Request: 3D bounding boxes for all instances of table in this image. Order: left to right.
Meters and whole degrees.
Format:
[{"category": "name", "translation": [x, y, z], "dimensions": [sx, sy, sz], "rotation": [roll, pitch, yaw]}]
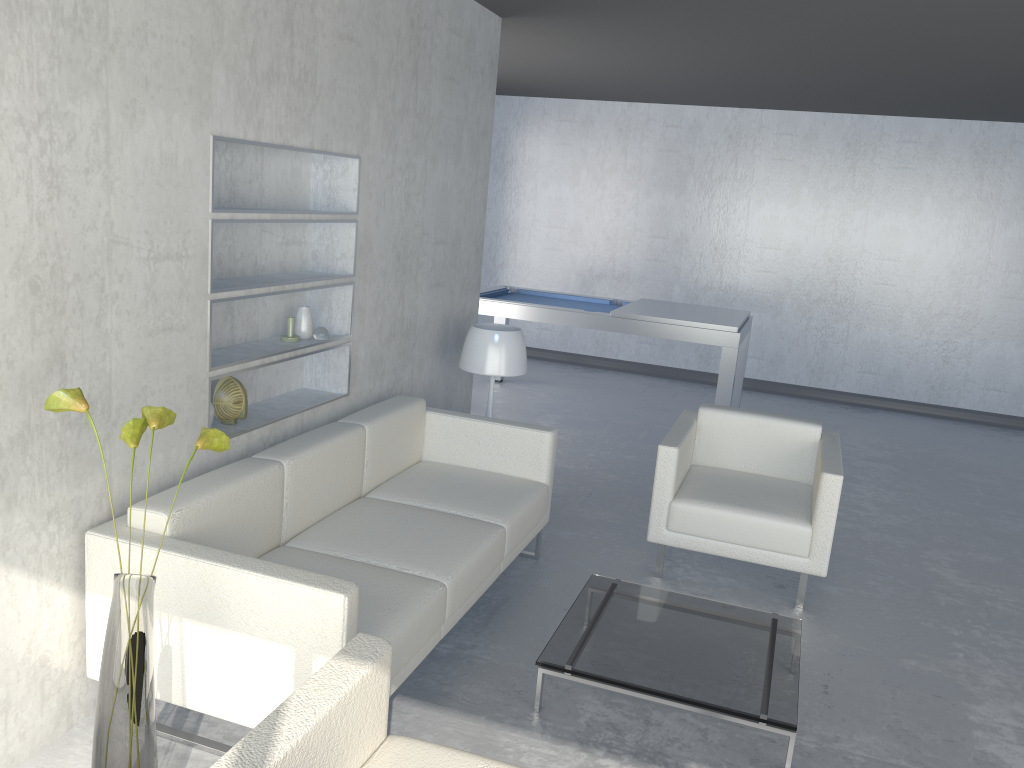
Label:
[{"category": "table", "translation": [0.670, -0.214, 6.762], "dimensions": [2.095, 0.835, 1.180], "rotation": [9, 13, 17]}, {"category": "table", "translation": [0.546, 0.936, 2.954], "dimensions": [0.773, 0.190, 0.730], "rotation": [9, 13, 17]}]

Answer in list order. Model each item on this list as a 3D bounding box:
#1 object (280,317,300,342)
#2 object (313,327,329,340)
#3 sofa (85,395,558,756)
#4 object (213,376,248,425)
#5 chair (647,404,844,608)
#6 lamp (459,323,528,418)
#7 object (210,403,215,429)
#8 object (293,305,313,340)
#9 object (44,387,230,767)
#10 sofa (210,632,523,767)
[{"category": "object", "translation": [-0.869, -0.215, 3.477], "dimensions": [0.074, 0.094, 0.074], "rotation": [1, 13, -18]}, {"category": "object", "translation": [-0.770, -0.207, 3.584], "dimensions": [0.064, 0.050, 0.064], "rotation": [10, 13, 23]}, {"category": "sofa", "translation": [-0.490, 0.552, 3.199], "dimensions": [0.821, 0.658, 1.881], "rotation": [9, 13, 17]}, {"category": "object", "translation": [-0.986, 0.056, 3.156], "dimensions": [0.088, 0.179, 0.163], "rotation": [7, 12, 8]}, {"category": "chair", "translation": [1.076, 0.504, 4.068], "dimensions": [0.748, 0.662, 0.821], "rotation": [9, 13, 17]}, {"category": "lamp", "translation": [-0.101, 0.000, 4.475], "dimensions": [0.347, 0.582, 0.347], "rotation": [2, 12, -13]}, {"category": "object", "translation": [-1.061, 0.103, 3.031], "dimensions": [0.086, 0.128, 0.086], "rotation": [12, 14, 28]}, {"category": "object", "translation": [-0.835, -0.247, 3.550], "dimensions": [0.079, 0.130, 0.079], "rotation": [8, 12, 16]}, {"category": "object", "translation": [-0.865, 0.538, 2.172], "dimensions": [0.400, 1.051, 0.387], "rotation": [-6, 16, -43]}, {"category": "sofa", "translation": [0.397, 1.013, 1.402], "dimensions": [1.881, 0.658, 0.821], "rotation": [9, 13, 17]}]
